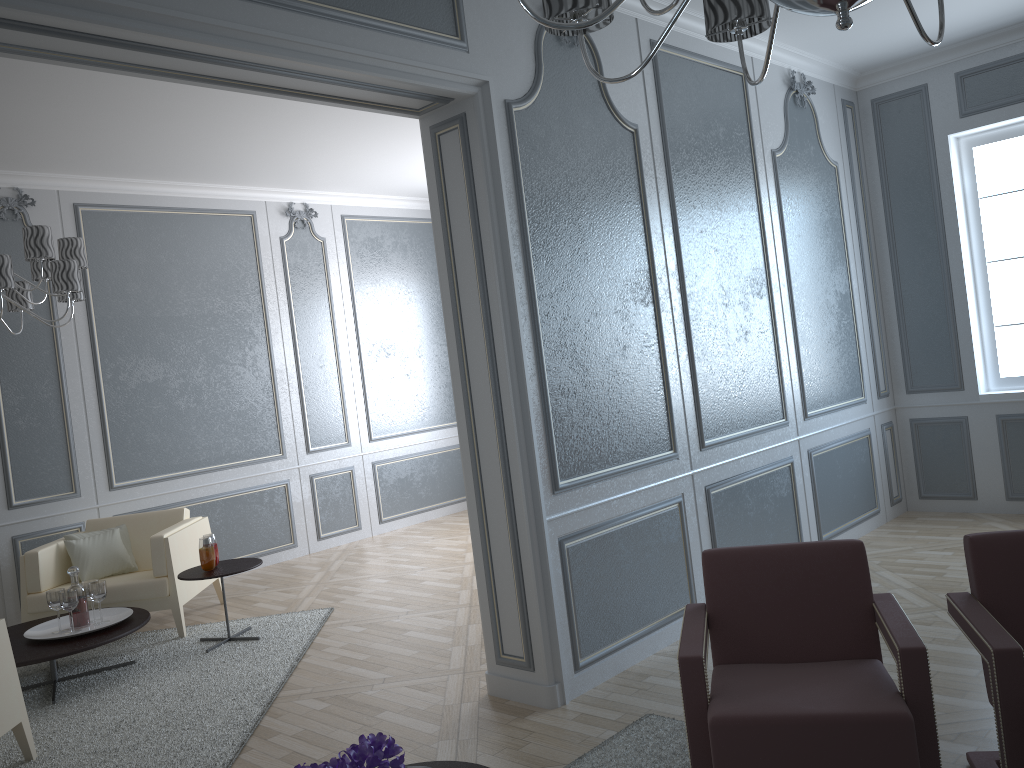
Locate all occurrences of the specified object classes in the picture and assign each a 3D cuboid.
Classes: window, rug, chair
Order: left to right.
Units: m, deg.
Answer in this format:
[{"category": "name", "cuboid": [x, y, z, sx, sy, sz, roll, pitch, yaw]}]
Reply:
[{"category": "chair", "cuboid": [-2.197, 1.133, 2.889, 0.855, 0.620, 0.737, -7, 1, -1]}, {"category": "rug", "cuboid": [-1.963, 1.389, 3.902, 2.000, 0.010, 2.000, -7, 1, -1]}, {"category": "chair", "cuboid": [-2.193, 1.083, 5.022, 0.855, 0.620, 0.737, -7, 1, -1]}, {"category": "chair", "cuboid": [0.739, 0.776, 2.277, 0.576, 0.620, 0.606, -7, 1, 14]}, {"category": "chair", "cuboid": [1.408, 0.698, 2.080, 0.576, 0.620, 0.606, -7, 1, 14]}, {"category": "window", "cuboid": [3.363, -0.760, 4.811, 1.598, 1.581, 0.349, -6, 1, 44]}, {"category": "rug", "cuboid": [0.913, 1.096, 1.138, 3.201, 0.010, 2.020, -6, 2, 44]}]

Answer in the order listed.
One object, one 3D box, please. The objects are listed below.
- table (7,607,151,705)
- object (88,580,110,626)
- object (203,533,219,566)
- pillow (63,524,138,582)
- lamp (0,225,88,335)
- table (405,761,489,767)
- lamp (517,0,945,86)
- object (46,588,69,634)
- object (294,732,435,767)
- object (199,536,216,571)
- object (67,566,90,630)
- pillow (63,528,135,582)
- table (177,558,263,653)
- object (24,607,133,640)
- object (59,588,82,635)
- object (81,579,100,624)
[{"category": "table", "cuboid": [-2.150, 1.291, 4.149, 0.881, 0.239, 0.883, -6, 2, 41]}, {"category": "object", "cuboid": [-1.968, 1.044, 4.230, 0.080, 0.196, 0.080, -7, 1, 27]}, {"category": "object", "cuboid": [-1.548, 0.856, 4.554, 0.075, 0.165, 0.075, -7, 0, 3]}, {"category": "pillow", "cuboid": [-2.350, 0.969, 5.079, 0.351, 0.276, 0.184, -8, 1, -40]}, {"category": "lamp", "cuboid": [-2.466, -0.746, 3.944, 0.975, 1.119, 0.977, -7, 1, 32]}, {"category": "table", "cuboid": [-0.173, 1.019, 1.728, 0.414, 0.385, 0.414, -7, 1, 31]}, {"category": "lamp", "cuboid": [0.380, -1.036, 1.197, 0.975, 1.119, 0.977, -7, 1, 32]}, {"category": "object", "cuboid": [-2.133, 1.066, 4.164, 0.080, 0.196, 0.080, -7, 1, 27]}, {"category": "object", "cuboid": [-0.245, 0.725, 1.605, 0.206, 0.221, 0.425, -7, 1, 14]}, {"category": "object", "cuboid": [-1.537, 0.857, 4.468, 0.075, 0.165, 0.075, -7, 1, 33]}, {"category": "object", "cuboid": [-2.064, 1.009, 4.206, 0.086, 0.290, 0.086, -7, 0, -25]}, {"category": "pillow", "cuboid": [-2.323, 0.967, 4.995, 0.163, 0.245, 0.312, -7, 1, 38]}, {"category": "table", "cuboid": [-1.456, 1.123, 4.502, 0.414, 0.385, 0.414, -7, 1, 1]}, {"category": "object", "cuboid": [-2.044, 1.142, 4.196, 0.468, 0.028, 0.468, -8, 2, -34]}, {"category": "object", "cuboid": [-2.048, 1.056, 4.115, 0.080, 0.196, 0.080, -8, 1, -43]}, {"category": "object", "cuboid": [-2.029, 1.050, 4.287, 0.080, 0.196, 0.080, -7, 1, 27]}]
